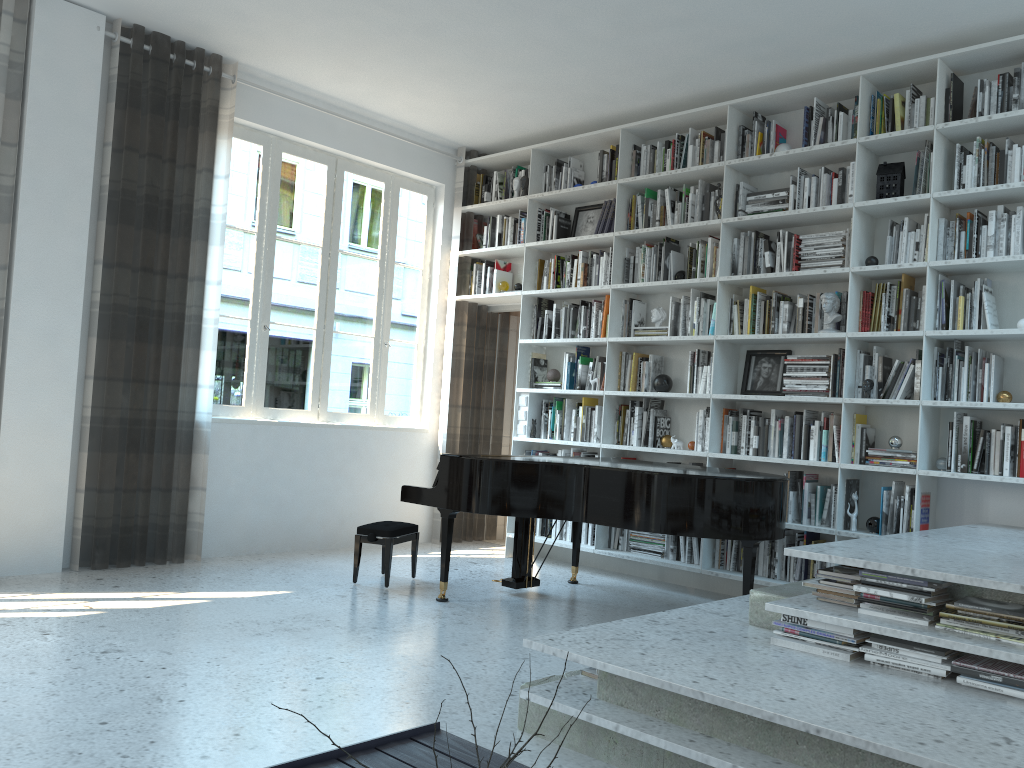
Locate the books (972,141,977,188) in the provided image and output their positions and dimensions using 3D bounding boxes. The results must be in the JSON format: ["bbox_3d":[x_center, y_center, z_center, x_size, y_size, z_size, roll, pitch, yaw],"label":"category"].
[{"bbox_3d":[2.498,-1.136,4.747,0.011,0.283,0.173,2,-2,44],"label":"books"}]

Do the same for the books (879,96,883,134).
[{"bbox_3d":[2.150,-1.501,5.100,0.006,0.259,0.166,2,-2,44],"label":"books"}]

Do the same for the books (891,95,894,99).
[{"bbox_3d":[2.192,-1.500,5.074,0.008,0.262,0.142,2,-2,44],"label":"books"}]

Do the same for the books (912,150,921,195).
[{"bbox_3d":[2.271,-1.139,4.929,0.021,0.272,0.190,2,-3,44],"label":"books"}]

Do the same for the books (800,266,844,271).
[{"bbox_3d":[1.878,-0.675,5.297,0.161,0.012,0.254,6,-3,-43],"label":"books"}]

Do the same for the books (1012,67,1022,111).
[{"bbox_3d":[2.645,-1.488,4.613,0.028,0.258,0.185,2,-3,44],"label":"books"}]

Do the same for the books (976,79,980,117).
[{"bbox_3d":[2.520,-1.483,4.748,0.009,0.244,0.173,2,-3,44],"label":"books"}]

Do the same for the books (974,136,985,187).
[{"bbox_3d":[2.504,-1.148,4.734,0.014,0.306,0.152,2,-2,44],"label":"books"}]

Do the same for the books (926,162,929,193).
[{"bbox_3d":[2.326,-1.106,4.910,0.013,0.210,0.140,2,-2,44],"label":"books"}]

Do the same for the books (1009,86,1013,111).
[{"bbox_3d":[2.650,-1.452,4.662,0.031,0.190,0.132,2,-3,44],"label":"books"}]

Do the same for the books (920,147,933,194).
[{"bbox_3d":[2.306,-1.146,4.907,0.021,0.288,0.179,2,-2,44],"label":"books"}]

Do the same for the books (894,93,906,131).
[{"bbox_3d":[2.220,-1.496,5.027,0.054,0.254,0.191,2,-3,44],"label":"books"}]

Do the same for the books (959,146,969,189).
[{"bbox_3d":[2.453,-1.135,4.808,0.011,0.280,0.133,2,-2,44],"label":"books"}]

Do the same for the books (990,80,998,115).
[{"bbox_3d":[2.579,-1.472,4.704,0.028,0.226,0.163,2,-3,44],"label":"books"}]

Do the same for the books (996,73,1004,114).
[{"bbox_3d":[2.601,-1.486,4.684,0.030,0.255,0.161,2,-2,44],"label":"books"}]

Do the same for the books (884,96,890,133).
[{"bbox_3d":[2.171,-1.500,5.083,0.034,0.261,0.157,2,-2,44],"label":"books"}]

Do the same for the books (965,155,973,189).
[{"bbox_3d":[2.471,-1.100,4.746,0.026,0.207,0.181,2,-3,44],"label":"books"}]

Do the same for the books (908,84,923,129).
[{"bbox_3d":[2.268,-1.516,4.988,0.010,0.297,0.167,2,-2,44],"label":"books"}]

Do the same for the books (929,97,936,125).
[{"bbox_3d":[2.356,-1.462,4.910,0.022,0.194,0.182,2,-3,44],"label":"books"}]

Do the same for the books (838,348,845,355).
[{"bbox_3d":[1.943,-0.056,5.207,0.011,0.299,0.130,2,-2,44],"label":"books"}]

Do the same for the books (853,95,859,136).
[{"bbox_3d":[2.046,-1.526,5.222,0.012,0.308,0.138,2,-2,44],"label":"books"}]

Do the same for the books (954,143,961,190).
[{"bbox_3d":[2.431,-1.139,4.801,0.012,0.285,0.159,2,-2,44],"label":"books"}]

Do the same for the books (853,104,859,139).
[{"bbox_3d":[2.053,-1.495,5.202,0.028,0.244,0.161,2,-2,44],"label":"books"}]

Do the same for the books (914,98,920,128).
[{"bbox_3d":[2.292,-1.468,4.958,0.024,0.201,0.180,2,-3,44],"label":"books"}]

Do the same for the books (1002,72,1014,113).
[{"bbox_3d":[2.621,-1.486,4.668,0.021,0.256,0.169,2,-2,44],"label":"books"}]

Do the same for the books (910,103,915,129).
[{"bbox_3d":[2.274,-1.458,4.973,0.022,0.180,0.173,2,-3,44],"label":"books"}]

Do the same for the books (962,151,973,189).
[{"bbox_3d":[2.466,-1.117,4.778,0.026,0.243,0.148,2,-2,44],"label":"books"}]

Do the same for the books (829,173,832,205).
[{"bbox_3d":[1.934,-1.128,5.298,0.011,0.239,0.139,2,-2,44],"label":"books"}]

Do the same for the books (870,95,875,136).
[{"bbox_3d":[2.112,-1.511,5.136,0.008,0.278,0.170,2,-2,44],"label":"books"}]

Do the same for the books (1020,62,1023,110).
[{"bbox_3d":[2.681,-1.503,4.612,0.024,0.292,0.167,2,-2,44],"label":"books"}]

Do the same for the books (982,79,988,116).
[{"bbox_3d":[2.548,-1.487,4.747,0.012,0.255,0.133,2,-2,44],"label":"books"}]

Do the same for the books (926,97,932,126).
[{"bbox_3d":[2.344,-1.467,4.931,0.025,0.203,0.162,2,-3,44],"label":"books"}]

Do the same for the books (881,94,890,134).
[{"bbox_3d":[2.163,-1.509,5.104,0.007,0.279,0.150,2,-2,44],"label":"books"}]

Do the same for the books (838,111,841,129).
[{"bbox_3d":[1.978,-1.483,5.262,0.012,0.217,0.179,2,-3,44],"label":"books"}]

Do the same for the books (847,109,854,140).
[{"bbox_3d":[2.028,-1.489,5.253,0.026,0.233,0.137,2,-2,44],"label":"books"}]

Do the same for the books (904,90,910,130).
[{"bbox_3d":[2.265,-1.504,5.013,0.030,0.274,0.151,2,-2,44],"label":"books"}]

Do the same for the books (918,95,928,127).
[{"bbox_3d":[2.310,-1.474,4.936,0.031,0.213,0.169,2,-3,44],"label":"books"}]

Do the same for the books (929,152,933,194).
[{"bbox_3d":[2.333,-1.126,4.872,0.013,0.248,0.186,2,-3,44],"label":"books"}]

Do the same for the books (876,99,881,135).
[{"bbox_3d":[2.135,-1.492,5.093,0.007,0.239,0.191,2,-3,44],"label":"books"}]

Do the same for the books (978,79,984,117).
[{"bbox_3d":[2.533,-1.482,4.748,0.011,0.244,0.172,2,-3,44],"label":"books"}]

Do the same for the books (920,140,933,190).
[{"bbox_3d":[2.311,-1.170,4.934,0.025,0.339,0.143,2,-2,44],"label":"books"}]

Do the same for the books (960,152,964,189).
[{"bbox_3d":[2.456,-1.115,4.795,0.012,0.239,0.139,2,-2,44],"label":"books"}]

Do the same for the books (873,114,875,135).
[{"bbox_3d":[2.134,-1.472,5.142,0.016,0.204,0.143,2,-3,44],"label":"books"}]

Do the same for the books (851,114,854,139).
[{"bbox_3d":[2.038,-1.474,5.234,0.014,0.204,0.135,2,-2,44],"label":"books"}]

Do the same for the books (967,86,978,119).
[{"bbox_3d":[2.495,-1.465,4.762,0.046,0.206,0.183,2,-3,44],"label":"books"}]

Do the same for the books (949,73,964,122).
[{"bbox_3d":[2.422,-1.516,4.830,0.019,0.304,0.176,2,-2,44],"label":"books"}]

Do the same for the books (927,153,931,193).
[{"bbox_3d":[2.327,-1.128,4.897,0.005,0.255,0.158,2,-2,44],"label":"books"}]

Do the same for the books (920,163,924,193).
[{"bbox_3d":[2.311,-1.109,4.928,0.024,0.217,0.169,2,-3,44],"label":"books"}]

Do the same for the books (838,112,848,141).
[{"bbox_3d":[1.979,-1.477,5.238,0.023,0.202,0.193,2,-3,44],"label":"books"}]

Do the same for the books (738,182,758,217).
[{"bbox_3d":[1.506,-1.145,5.663,0.021,0.249,0.191,2,-3,44],"label":"books"}]

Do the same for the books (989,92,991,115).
[{"bbox_3d":[2.574,-1.461,4.728,0.009,0.205,0.146,2,-3,44],"label":"books"}]

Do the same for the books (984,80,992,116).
[{"bbox_3d":[2.548,-1.476,4.716,0.013,0.229,0.174,2,-3,44],"label":"books"}]

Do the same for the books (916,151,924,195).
[{"bbox_3d":[2.292,-1.138,4.927,0.022,0.272,0.181,2,-2,44],"label":"books"}]

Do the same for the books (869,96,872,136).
[{"bbox_3d":[2.118,-1.513,5.156,0.012,0.285,0.159,2,-2,44],"label":"books"}]

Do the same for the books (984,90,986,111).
[{"bbox_3d":[2.547,-1.452,4.731,0.009,0.183,0.160,2,-3,44],"label":"books"}]

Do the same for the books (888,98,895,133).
[{"bbox_3d":[2.187,-1.487,5.053,0.015,0.233,0.171,2,-3,44],"label":"books"}]

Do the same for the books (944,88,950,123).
[{"bbox_3d":[2.410,-1.479,4.850,0.033,0.229,0.175,2,-3,44],"label":"books"}]

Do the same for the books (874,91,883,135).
[{"bbox_3d":[2.133,-1.520,5.123,0.007,0.298,0.181,2,-2,44],"label":"books"}]
